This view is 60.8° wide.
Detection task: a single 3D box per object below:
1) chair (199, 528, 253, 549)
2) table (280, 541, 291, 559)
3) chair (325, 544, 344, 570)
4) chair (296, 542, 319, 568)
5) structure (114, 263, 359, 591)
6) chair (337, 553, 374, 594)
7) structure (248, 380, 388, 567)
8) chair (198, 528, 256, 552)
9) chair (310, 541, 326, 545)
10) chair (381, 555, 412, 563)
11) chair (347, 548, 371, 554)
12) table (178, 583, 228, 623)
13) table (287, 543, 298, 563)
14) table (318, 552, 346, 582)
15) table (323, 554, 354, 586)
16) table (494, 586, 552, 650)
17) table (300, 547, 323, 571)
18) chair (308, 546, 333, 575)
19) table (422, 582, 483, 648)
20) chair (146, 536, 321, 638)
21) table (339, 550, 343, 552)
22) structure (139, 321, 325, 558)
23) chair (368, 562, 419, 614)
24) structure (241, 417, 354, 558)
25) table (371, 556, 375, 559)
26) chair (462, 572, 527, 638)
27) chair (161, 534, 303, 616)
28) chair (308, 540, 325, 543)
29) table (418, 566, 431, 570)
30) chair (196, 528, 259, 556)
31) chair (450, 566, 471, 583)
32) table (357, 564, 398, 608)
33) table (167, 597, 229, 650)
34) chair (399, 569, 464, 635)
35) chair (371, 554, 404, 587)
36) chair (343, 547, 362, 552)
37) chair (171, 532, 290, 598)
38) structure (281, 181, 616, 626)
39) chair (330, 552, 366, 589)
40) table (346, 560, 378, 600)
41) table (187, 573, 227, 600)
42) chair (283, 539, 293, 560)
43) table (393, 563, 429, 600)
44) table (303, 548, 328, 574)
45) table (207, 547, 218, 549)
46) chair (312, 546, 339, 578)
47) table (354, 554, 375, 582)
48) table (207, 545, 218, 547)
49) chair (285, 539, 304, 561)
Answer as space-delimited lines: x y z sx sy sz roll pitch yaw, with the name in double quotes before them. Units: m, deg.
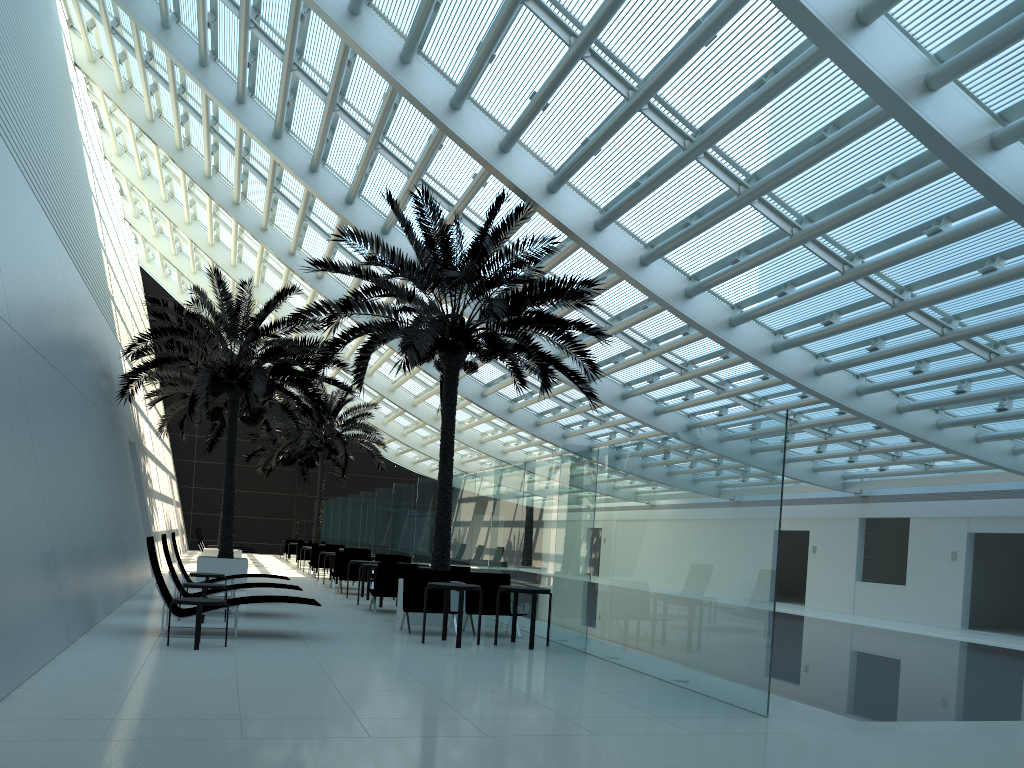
"chair" -11.241 6.281 34.302 2.047 1.143 0.929 6 -5 -18
"table" -9.731 7.276 38.181 0.678 0.771 0.689 1 -5 29
"chair" -6.108 6.023 30.294 0.719 0.877 0.895 5 -5 -18
"chair" -6.991 5.913 29.999 0.719 0.877 0.895 5 -5 -18
"structure" -5.813 0.941 18.390 4.686 6.753 4.286 6 -4 -39
"chair" -3.421 4.196 19.258 0.719 0.877 0.895 5 -5 -18
"structure" -7.086 3.272 32.219 4.852 6.937 4.466 5 -3 -25
"chair" -10.399 5.876 31.767 2.047 1.143 0.929 6 -5 -18
"chair" -7.916 6.893 35.734 0.719 0.877 0.895 5 -5 -18
"chair" -2.538 4.306 19.553 0.719 0.877 0.895 5 -5 -18
"chair" -4.335 5.170 24.958 0.719 0.877 0.895 5 -5 -18
"table" -4.269 3.021 12.052 0.553 0.510 0.562 1 -6 25
"table" -8.395 6.639 34.192 0.678 0.771 0.689 2 -5 20
"table" -4.814 4.916 23.416 0.678 0.771 0.689 2 -5 20
"table" -4.357 4.691 22.012 0.678 0.771 0.689 2 -5 25
"table" 0.151 3.084 11.548 0.678 0.771 0.689 1 -5 29
"table" -6.595 5.773 28.776 0.678 0.771 0.689 2 -5 20
"chair" -5.743 5.321 26.290 0.719 0.877 0.895 5 -5 -18
"table" -0.767 2.970 11.241 0.678 0.771 0.689 1 -5 29
"chair" -3.438 2.528 10.825 2.047 1.143 0.929 6 -5 -18
"table" -5.231 5.668 27.712 0.678 0.771 0.689 2 -5 25
"structure" -7.912 1.804 24.061 4.281 6.812 4.693 3 -3 15
"chair" -2.110 3.574 15.359 0.719 0.877 0.895 5 -5 -18
"structure" -9.648 4.519 40.012 4.498 6.936 4.819 6 -4 -39
"table" -3.438 4.805 22.319 0.678 0.771 0.689 2 -5 25
"chair" -0.248 3.204 12.662 0.719 0.877 0.895 5 -5 -18
"chair" -4.255 2.921 13.283 2.047 1.143 0.929 6 -5 -18
"chair" -8.442 7.154 37.361 0.719 0.877 0.895 5 -5 -18
"table" -1.598 3.920 16.781 0.678 0.771 0.689 2 -5 25
"chair" -9.582 5.483 29.309 2.047 1.143 0.929 6 -5 -18
"chair" -1.227 3.684 15.654 0.719 0.877 0.895 5 -5 -18
"table" -2.516 3.806 16.475 0.678 0.771 0.689 2 -5 25
"table" -3.452 2.628 9.593 0.553 0.510 0.562 1 -6 25
"chair" -1.131 3.095 12.367 0.719 0.877 0.895 5 -5 -18
"chair" -3.068 4.569 21.192 0.719 0.877 0.895 5 -5 -18
"chair" -4.860 5.431 26.585 0.719 0.877 0.895 5 -5 -18
"chair" -5.072 3.314 15.742 2.047 1.143 0.929 6 -5 -18
"structure" -1.000 0.347 13.924 4.822 6.938 4.493 4 -3 0
"chair" -3.951 4.459 20.897 0.719 0.877 0.895 5 -5 -18
"table" -3.021 4.054 18.023 0.678 0.771 0.689 2 -5 20
"table" -5.086 3.414 14.510 0.553 0.510 0.562 1 -6 25
"chair" -9.325 7.044 37.066 0.719 0.877 0.895 5 -5 -18
"table" -2.103 4.168 18.330 0.678 0.771 0.689 2 -5 20
"table" -6.149 5.553 27.405 0.678 0.771 0.689 2 -5 25
"table" -10.412 5.976 30.536 0.553 0.510 0.562 1 -6 25
"chair" -5.218 5.060 24.664 0.719 0.877 0.895 5 -5 -18
"table" -3.895 5.030 23.723 0.678 0.771 0.689 2 -5 20
"table" -11.255 6.382 33.071 0.553 0.510 0.562 1 -6 25
"chair" -8.799 6.783 35.439 0.719 0.877 0.895 5 -5 -18
